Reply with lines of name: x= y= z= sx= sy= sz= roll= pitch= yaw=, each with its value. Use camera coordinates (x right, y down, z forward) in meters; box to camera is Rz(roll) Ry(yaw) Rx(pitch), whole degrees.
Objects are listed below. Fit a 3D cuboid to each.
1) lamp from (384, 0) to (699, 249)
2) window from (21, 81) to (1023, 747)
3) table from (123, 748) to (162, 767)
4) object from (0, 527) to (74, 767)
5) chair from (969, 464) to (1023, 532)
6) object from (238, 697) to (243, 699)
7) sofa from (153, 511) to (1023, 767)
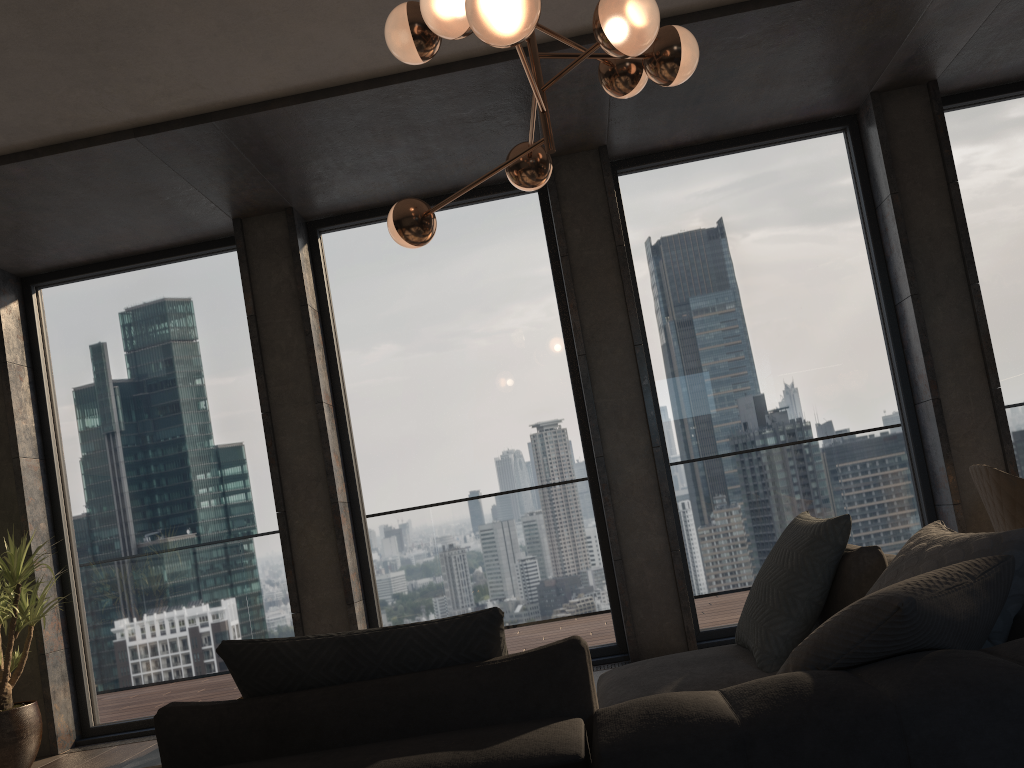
lamp: x=0.097 y=-1.203 z=2.971 sx=1.010 sy=1.030 sz=1.483 roll=-7 pitch=-8 yaw=-20
window: x=0.641 y=0.141 z=5.383 sx=7.271 sy=2.982 sz=0.200 roll=-10 pitch=-4 yaw=4
table: x=-0.794 y=1.414 z=3.323 sx=0.931 sy=0.307 sz=0.938 roll=-10 pitch=-8 yaw=4
object: x=-2.897 y=1.473 z=4.768 sx=1.034 sy=1.351 sz=0.950 roll=-14 pitch=-7 yaw=35
chair: x=2.062 y=0.663 z=3.254 sx=0.512 sy=0.830 sz=0.557 roll=-11 pitch=-6 yaw=13
object: x=-0.993 y=1.276 z=3.497 sx=0.345 sy=0.083 sz=0.352 roll=-7 pitch=-9 yaw=-19
sofa: x=-0.086 y=0.887 z=2.218 sx=2.913 sy=0.778 sz=2.041 roll=-10 pitch=-8 yaw=3
